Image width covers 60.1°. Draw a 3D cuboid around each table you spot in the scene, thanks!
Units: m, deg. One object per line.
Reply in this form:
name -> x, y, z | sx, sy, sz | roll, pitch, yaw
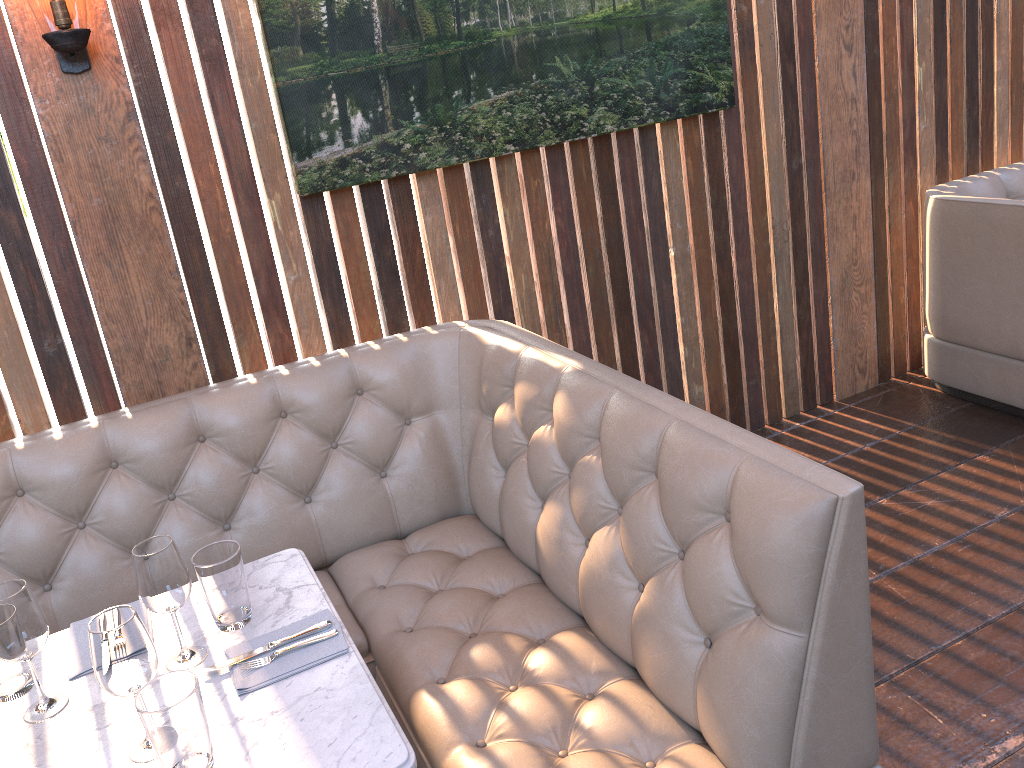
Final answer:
table -> -0.613, 0.887, 1.614 | 0.804, 0.660, 0.808 | -17, 20, -22

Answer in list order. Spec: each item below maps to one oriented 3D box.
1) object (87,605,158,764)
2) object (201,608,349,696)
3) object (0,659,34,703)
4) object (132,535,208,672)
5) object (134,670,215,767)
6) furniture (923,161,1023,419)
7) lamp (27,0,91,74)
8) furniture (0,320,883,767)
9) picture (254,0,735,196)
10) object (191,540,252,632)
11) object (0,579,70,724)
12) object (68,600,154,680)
object -> -0.603, 0.477, 1.409 | 0.092, 0.240, 0.094 | -1, 19, 24
object -> -0.437, 0.491, 1.621 | 0.256, 0.018, 0.159 | -17, 21, -21
object -> -0.935, 0.498, 1.623 | 0.093, 0.155, 0.092 | -22, 21, -34
object -> -0.627, 0.403, 1.622 | 0.092, 0.240, 0.094 | -1, 19, 24
object -> -0.504, 0.530, 1.343 | 0.093, 0.155, 0.092 | -22, 21, -34
furniture -> 3.885, -0.768, 3.871 | 4.184, 0.844, 1.731 | -17, 21, -21
lamp -> -1.173, -0.973, 2.294 | 0.147, 0.314, 0.180 | -16, 19, -21
furniture -> -1.518, 0.929, 1.630 | 4.184, 0.844, 1.731 | -17, 21, -21
picture -> 0.011, -1.266, 2.867 | 1.660, 0.980, 0.066 | -17, 18, -22
object -> -0.560, 0.398, 1.728 | 0.093, 0.155, 0.092 | -22, 21, -34
object -> -0.850, 0.467, 1.546 | 0.092, 0.240, 0.094 | -1, 19, 24
object -> -0.793, 0.503, 1.746 | 0.158, 0.018, 0.258 | -17, 21, -20
